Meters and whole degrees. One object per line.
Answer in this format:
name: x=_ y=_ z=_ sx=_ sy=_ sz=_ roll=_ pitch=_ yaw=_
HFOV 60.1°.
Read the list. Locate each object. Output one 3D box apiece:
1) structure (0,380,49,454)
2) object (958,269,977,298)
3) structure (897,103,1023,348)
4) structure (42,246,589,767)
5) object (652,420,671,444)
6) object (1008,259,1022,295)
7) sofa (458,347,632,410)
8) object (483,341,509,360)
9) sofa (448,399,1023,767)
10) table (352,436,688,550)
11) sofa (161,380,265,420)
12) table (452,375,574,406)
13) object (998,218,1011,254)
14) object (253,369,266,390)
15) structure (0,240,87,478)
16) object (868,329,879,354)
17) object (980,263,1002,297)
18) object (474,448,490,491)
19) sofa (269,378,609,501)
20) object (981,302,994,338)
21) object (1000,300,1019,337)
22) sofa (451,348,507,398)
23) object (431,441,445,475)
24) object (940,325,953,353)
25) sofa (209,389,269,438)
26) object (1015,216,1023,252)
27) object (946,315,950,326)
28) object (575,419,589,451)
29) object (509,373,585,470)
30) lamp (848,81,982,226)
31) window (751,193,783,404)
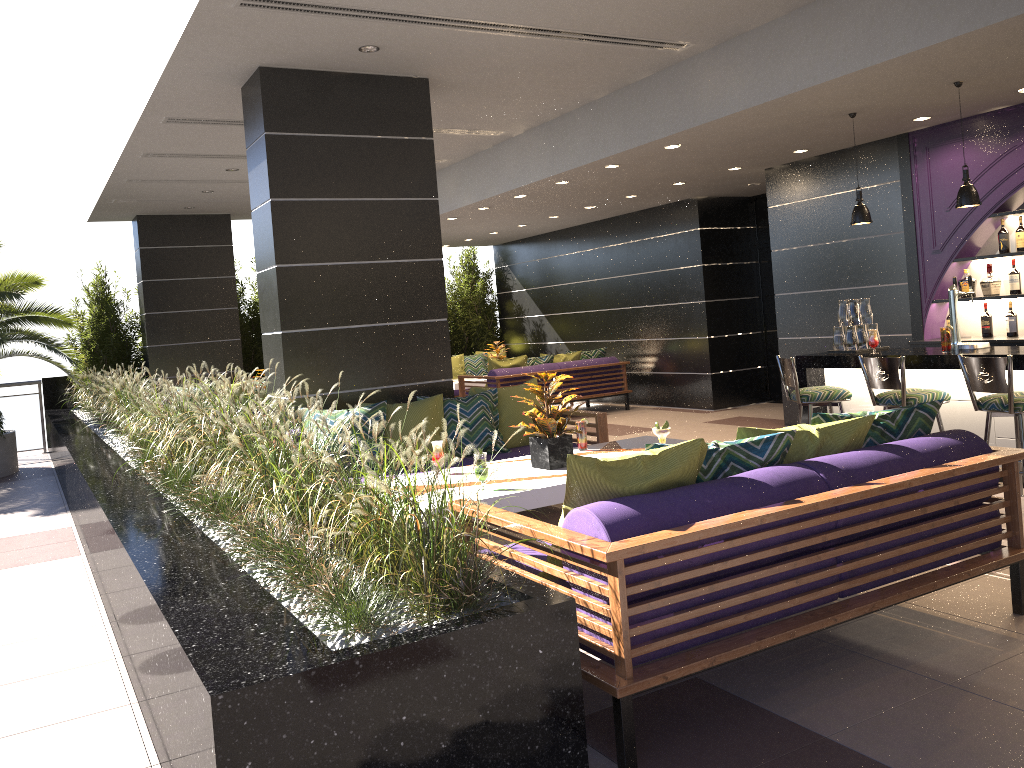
structure: x=-7.882 y=1.316 z=2.187 sx=12.950 sy=1.057 sz=17.488 roll=-7 pitch=5 yaw=-29
object: x=3.937 y=-0.869 z=7.650 sx=0.094 sy=0.247 sz=0.151 roll=-5 pitch=2 yaw=-40
structure: x=4.762 y=-0.829 z=6.026 sx=0.531 sy=2.757 sz=4.626 roll=-5 pitch=3 yaw=-29
structure: x=2.248 y=-0.706 z=4.570 sx=7.836 sy=3.118 sz=24.706 roll=-7 pitch=4 yaw=-29
object: x=0.832 y=0.300 z=4.902 sx=0.106 sy=0.197 sz=0.106 roll=-5 pitch=1 yaw=-1
object: x=4.130 y=-0.882 z=7.274 sx=0.086 sy=0.297 sz=0.086 roll=-4 pitch=1 yaw=20
sofa: x=0.453 y=0.001 z=12.213 sx=2.131 sy=0.919 sz=1.118 roll=-7 pitch=3 yaw=-29
object: x=-0.214 y=-0.380 z=13.285 sx=0.430 sy=0.526 sz=0.425 roll=-5 pitch=2 yaw=-12
sofa: x=0.941 y=0.579 z=3.575 sx=2.131 sy=0.919 sz=1.118 roll=-7 pitch=3 yaw=-29
table: x=0.241 y=0.728 z=4.840 sx=2.042 sy=0.553 sz=0.940 roll=-7 pitch=4 yaw=-29
sofa: x=-3.332 y=0.378 z=11.206 sx=2.131 sy=0.919 sz=1.118 roll=-7 pitch=3 yaw=-29
table: x=-0.134 y=0.152 z=13.322 sx=2.042 sy=0.553 sz=0.941 roll=-7 pitch=4 yaw=-29
object: x=4.104 y=-1.232 z=7.389 sx=0.086 sy=0.297 sz=0.086 roll=-4 pitch=1 yaw=20
object: x=-2.754 y=0.052 z=10.102 sx=0.430 sy=0.526 sz=0.425 roll=-5 pitch=2 yaw=-12
structure: x=-7.166 y=-0.458 z=10.533 sx=3.747 sy=3.300 sz=3.812 roll=-4 pitch=3 yaw=14
object: x=2.732 y=-0.321 z=6.687 sx=0.068 sy=0.181 sz=0.069 roll=-4 pitch=1 yaw=33
object: x=4.043 y=-0.881 z=7.481 sx=0.123 sy=0.279 sz=0.123 roll=-5 pitch=1 yaw=-15
object: x=-0.149 y=0.413 z=4.322 sx=0.068 sy=0.211 sz=0.069 roll=-4 pitch=1 yaw=44
sofa: x=-0.499 y=0.511 z=6.146 sx=2.131 sy=0.919 sz=1.118 roll=-7 pitch=3 yaw=-29
object: x=4.040 y=-0.546 z=7.534 sx=0.086 sy=0.298 sz=0.086 roll=-4 pitch=1 yaw=20
object: x=4.143 y=-0.548 z=7.354 sx=0.104 sy=0.315 sz=0.086 roll=-5 pitch=1 yaw=-24
sofa: x=-0.801 y=-0.058 z=14.452 sx=2.131 sy=0.919 sz=1.118 roll=-7 pitch=3 yaw=-29
object: x=-0.406 y=0.408 z=4.894 sx=0.068 sy=0.181 sz=0.069 roll=-4 pitch=1 yaw=44
object: x=3.024 y=-0.311 z=6.157 sx=0.067 sy=0.189 sz=0.084 roll=-5 pitch=1 yaw=-4
sofa: x=-2.078 y=0.437 z=8.967 sx=2.131 sy=0.919 sz=1.118 roll=-7 pitch=3 yaw=-29
object: x=4.181 y=-1.228 z=7.259 sx=0.086 sy=0.298 sz=0.086 roll=-4 pitch=1 yaw=20
object: x=3.883 y=-0.552 z=7.814 sx=0.086 sy=0.298 sz=0.086 roll=-4 pitch=1 yaw=20
object: x=0.428 y=0.306 z=5.323 sx=0.084 sy=0.189 sz=0.067 roll=-5 pitch=1 yaw=-4
object: x=0.203 y=0.191 z=4.827 sx=0.431 sy=0.526 sz=0.425 roll=-5 pitch=2 yaw=-17
lamp: x=2.908 y=-1.666 z=6.509 sx=0.193 sy=0.863 sz=1.080 roll=-5 pitch=3 yaw=-29
window: x=3.737 y=-1.103 z=11.019 sx=0.109 sy=2.759 sz=1.824 roll=-5 pitch=2 yaw=-29
